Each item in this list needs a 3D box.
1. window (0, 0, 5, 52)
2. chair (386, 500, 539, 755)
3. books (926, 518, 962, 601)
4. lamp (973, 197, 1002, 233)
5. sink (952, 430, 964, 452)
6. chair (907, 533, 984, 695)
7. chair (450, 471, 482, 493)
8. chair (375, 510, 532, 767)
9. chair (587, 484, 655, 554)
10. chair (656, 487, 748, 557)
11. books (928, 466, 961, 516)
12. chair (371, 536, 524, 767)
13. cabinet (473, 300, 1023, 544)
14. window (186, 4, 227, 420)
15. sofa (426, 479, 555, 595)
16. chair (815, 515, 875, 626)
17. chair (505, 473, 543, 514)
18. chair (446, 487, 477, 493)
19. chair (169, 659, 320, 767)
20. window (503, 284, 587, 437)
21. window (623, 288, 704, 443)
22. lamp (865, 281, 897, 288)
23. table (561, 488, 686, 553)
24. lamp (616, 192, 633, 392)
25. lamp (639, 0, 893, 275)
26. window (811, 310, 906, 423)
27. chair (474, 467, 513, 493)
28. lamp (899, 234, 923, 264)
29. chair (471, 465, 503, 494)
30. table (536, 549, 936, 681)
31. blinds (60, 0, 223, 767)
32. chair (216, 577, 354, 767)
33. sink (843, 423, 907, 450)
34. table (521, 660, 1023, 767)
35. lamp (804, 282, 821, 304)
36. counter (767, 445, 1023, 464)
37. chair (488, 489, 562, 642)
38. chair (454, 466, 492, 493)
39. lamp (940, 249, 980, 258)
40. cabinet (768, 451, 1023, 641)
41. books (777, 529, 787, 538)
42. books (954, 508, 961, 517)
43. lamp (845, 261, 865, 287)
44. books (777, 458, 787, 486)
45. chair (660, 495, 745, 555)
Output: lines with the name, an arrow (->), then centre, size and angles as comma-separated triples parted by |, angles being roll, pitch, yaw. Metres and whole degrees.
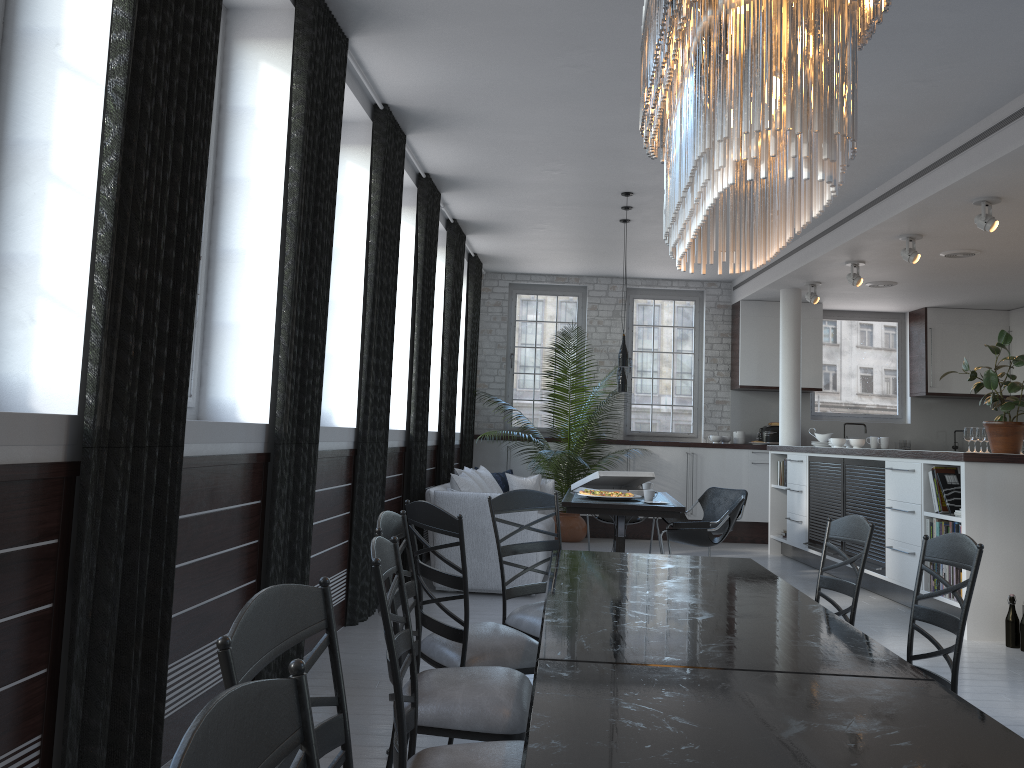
window -> -1.579, -0.945, 2.141 | 0.133, 1.998, 1.029 | 2, -5, 5
chair -> -0.139, 0.919, 3.300 | 0.502, 0.968, 0.495 | 6, -6, -34
books -> 3.207, 1.067, 6.073 | 0.492, 0.801, 0.538 | 2, -5, -1
lamp -> 3.395, -1.197, 6.329 | 0.183, 0.239, 0.182 | 2, -5, 2
sink -> 5.581, 0.784, 11.124 | 0.916, 0.415, 0.432 | 2, -4, -1
chair -> 1.106, 0.927, 2.653 | 0.503, 0.968, 0.494 | 2, -5, 4
chair -> -0.337, 0.968, 7.455 | 0.360, 0.438, 0.528 | 2, -4, 7
chair -> -0.164, 0.883, 2.689 | 0.503, 0.968, 0.494 | 2, -5, 3
chair -> 1.078, 1.378, 8.924 | 0.671, 0.781, 0.662 | 2, -5, 4
chair -> 1.815, 1.368, 8.293 | 0.663, 0.781, 0.670 | 5, -6, -36
books -> 3.084, 0.747, 6.209 | 0.186, 0.329, 0.322 | 2, -4, -1
chair -> -0.087, 0.841, 2.008 | 0.503, 0.959, 0.489 | 2, -5, -2
cabinet -> 3.108, 0.284, 8.039 | 7.228, 3.011, 7.277 | 2, -4, -1
window -> -1.452, -0.851, 3.666 | 0.133, 1.998, 1.029 | 2, -5, 5
sofa -> -0.128, 1.273, 7.874 | 0.920, 0.773, 2.648 | 2, -4, 6
chair -> 1.018, 0.957, 3.211 | 0.503, 0.968, 0.494 | 2, -5, -1
chair -> 0.136, 1.116, 8.913 | 0.457, 0.440, 0.219 | 5, -6, -31
chair -> -0.339, 1.016, 6.907 | 0.234, 0.396, 0.467 | 5, -5, -33
chair -> -0.038, 0.776, 0.773 | 0.503, 0.968, 0.494 | 2, -5, 1
window -> 0.434, -0.309, 11.555 | 1.033, 1.998, 0.132 | 2, -6, -1
window -> 2.360, -0.295, 16.103 | 8.135, 6.092, 9.117 | 2, -4, -1
lamp -> 4.044, -1.088, 9.709 | 0.328, 0.025, 0.328 | 4, -4, -26
table -> 0.943, 1.343, 7.800 | 0.959, 0.705, 1.911 | 2, -4, 6
lamp -> 1.018, -0.852, 8.020 | 0.114, 1.859, 1.051 | 1, -5, 6
lamp -> 0.568, -1.155, 2.170 | 0.441, 1.632, 1.268 | 2, -5, 4
window -> 4.520, -0.234, 11.628 | 1.298, 1.464, 0.132 | 2, -6, -1
chair -> -0.192, 1.074, 8.848 | 0.333, 0.501, 0.622 | -2, -6, 39
lamp -> 3.372, -1.131, 7.487 | 0.183, 0.239, 0.182 | 2, -5, 2
chair -> -0.245, 1.012, 8.406 | 0.375, 0.466, 0.563 | 2, -4, 6
table -> 0.549, 1.048, 2.947 | 0.891, 0.699, 1.990 | 2, -4, 4
blinds -> -1.128, -0.327, 2.811 | 0.111, 3.326, 0.602 | 2, -6, 5
chair -> -0.145, 0.803, 1.307 | 0.503, 0.968, 0.494 | 1, -5, 7
sink -> 3.900, 0.691, 9.645 | 0.648, 0.521, 0.544 | 2, -4, -1
table -> 0.423, 0.928, 0.959 | 0.891, 0.699, 1.990 | 2, -4, 4
lamp -> 3.326, -0.997, 9.803 | 0.183, 0.239, 0.182 | 2, -5, 2
counter -> 3.625, 0.623, 7.884 | 1.446, 0.061, 4.187 | 2, -3, -1
chair -> 0.197, 0.967, 3.904 | 0.495, 0.968, 0.502 | 6, -6, -37
chair -> -0.297, 1.003, 7.924 | 0.392, 0.508, 0.595 | 2, -4, 6
lamp -> 4.076, -1.183, 8.064 | 0.328, 0.025, 0.327 | 2, -3, 4
cabinet -> 3.603, 1.209, 7.816 | 1.500, 1.175, 4.157 | 2, -4, -1
books -> 3.072, 1.500, 9.554 | 0.293, 0.325, 0.471 | 2, -4, -3
books -> 3.130, 0.869, 5.936 | 0.272, 0.054, 0.203 | 2, -4, -5
lamp -> 3.349, -1.064, 8.645 | 0.183, 0.239, 0.182 | 2, -5, 2
books -> 3.058, 0.947, 9.590 | 0.253, 0.324, 0.508 | 2, -4, -1
chair -> 1.575, 1.300, 7.280 | 0.665, 0.781, 0.668 | 1, -5, 14
